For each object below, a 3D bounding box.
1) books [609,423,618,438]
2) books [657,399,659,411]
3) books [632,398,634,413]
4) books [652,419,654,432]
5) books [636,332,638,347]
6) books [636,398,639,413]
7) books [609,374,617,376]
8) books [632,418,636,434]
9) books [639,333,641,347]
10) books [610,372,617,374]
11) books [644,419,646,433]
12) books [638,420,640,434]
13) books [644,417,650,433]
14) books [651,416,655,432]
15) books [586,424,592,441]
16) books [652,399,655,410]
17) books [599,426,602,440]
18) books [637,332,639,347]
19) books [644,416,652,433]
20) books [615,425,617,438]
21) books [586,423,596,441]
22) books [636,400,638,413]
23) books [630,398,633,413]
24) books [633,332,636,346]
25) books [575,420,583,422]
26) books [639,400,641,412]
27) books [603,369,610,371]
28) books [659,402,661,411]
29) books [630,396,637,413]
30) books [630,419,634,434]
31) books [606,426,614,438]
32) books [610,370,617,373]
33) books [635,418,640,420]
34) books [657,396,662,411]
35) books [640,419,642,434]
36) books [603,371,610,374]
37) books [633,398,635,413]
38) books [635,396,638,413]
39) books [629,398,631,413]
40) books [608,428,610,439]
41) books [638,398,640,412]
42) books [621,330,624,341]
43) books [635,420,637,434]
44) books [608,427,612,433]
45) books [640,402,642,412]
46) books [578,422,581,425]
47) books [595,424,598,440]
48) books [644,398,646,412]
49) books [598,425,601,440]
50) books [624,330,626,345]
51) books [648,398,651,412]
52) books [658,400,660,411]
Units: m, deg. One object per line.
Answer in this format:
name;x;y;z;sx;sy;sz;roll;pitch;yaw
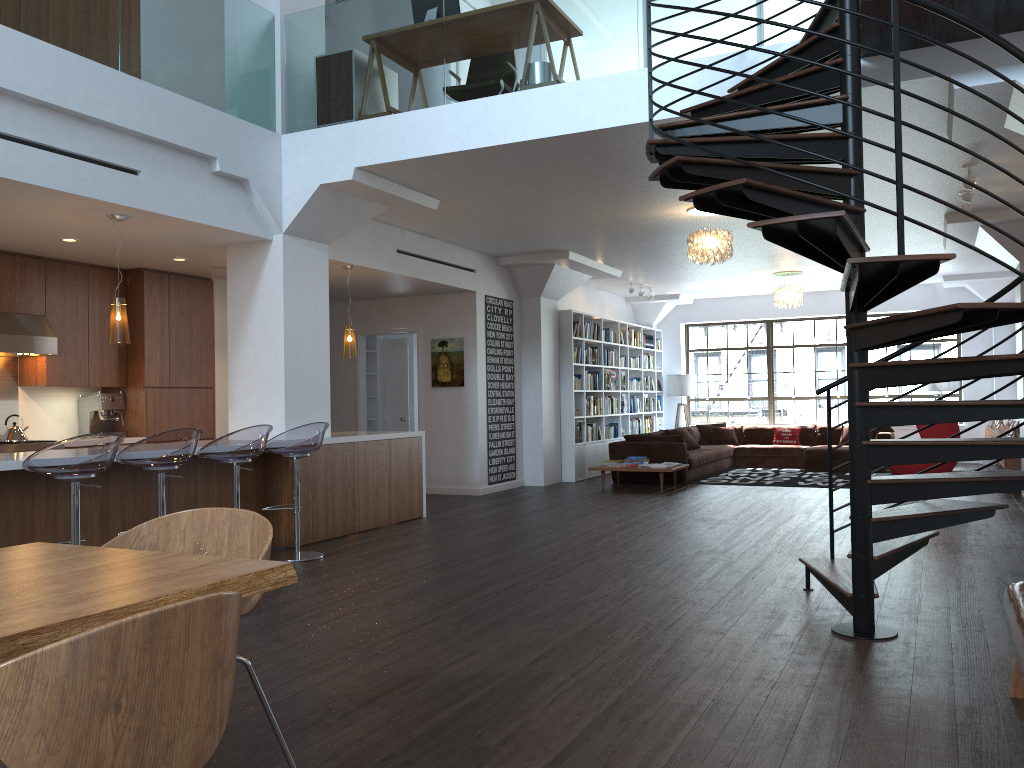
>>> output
books;1.632;0.742;14.225;0.140;0.231;0.042;-2;-1;26
books;2.587;0.385;16.211;0.172;0.235;0.112;-2;-1;26
books;1.944;0.360;14.898;0.182;0.255;0.077;-2;-1;26
books;2.464;0.754;15.967;0.171;0.246;0.057;-2;-1;26
books;2.064;-0.757;15.215;0.183;0.253;0.034;-2;-1;26
books;2.079;0.369;15.168;0.174;0.242;0.105;-2;-1;26
books;1.549;-0.142;14.187;0.223;0.027;0.161;-1;-1;15
books;2.000;0.722;14.990;0.176;0.290;0.053;-1;-1;25
books;2.141;-0.756;15.366;0.183;0.253;0.034;-2;-1;26
books;1.564;-0.169;14.171;0.144;0.024;0.208;-2;-1;31
books;2.253;0.746;15.526;0.183;0.253;0.036;-2;-1;26
books;2.109;0.742;15.201;0.183;0.253;0.034;-1;-1;25
books;2.345;0.733;15.748;0.198;0.284;0.066;-2;-1;26
books;2.497;0.733;16.043;0.176;0.290;0.053;-2;-1;26
books;1.096;0.718;13.124;0.183;0.253;0.042;-2;-1;26
books;2.476;0.386;16.008;0.168;0.228;0.139;-2;-1;26
books;1.274;0.747;13.466;0.161;0.207;0.135;-1;-1;25
books;2.082;-0.757;15.243;0.183;0.253;0.034;-2;-1;26
books;2.421;0.726;15.836;0.140;0.298;0.044;-2;-1;26
books;1.599;0.756;14.146;0.146;0.202;0.027;-2;-1;26
books;1.161;0.718;13.262;0.180;0.259;0.042;-2;-1;26
books;2.058;0.380;15.138;0.161;0.222;0.084;-2;-1;26
books;1.933;0.365;14.859;0.174;0.243;0.085;-2;-1;26
books;2.030;-0.755;15.140;0.171;0.246;0.057;-2;-1;26
books;0.876;0.529;12.648;0.223;0.027;0.161;-2;-1;35
books;2.137;0.382;15.281;0.161;0.222;0.084;-2;-1;26
books;1.395;-0.210;13.771;0.223;0.027;0.161;-2;-1;35
books;2.646;0.399;16.349;0.161;0.213;0.146;-2;-1;26
books;2.004;0.345;15.037;0.197;0.290;0.136;-2;-1;26
books;1.945;0.724;14.893;0.198;0.284;0.066;-1;-1;25
books;1.538;0.760;14.018;0.139;0.191;0.036;-2;-1;26
books;1.569;-0.202;14.165;0.129;0.043;0.185;-2;-1;40
books;2.116;0.724;15.237;0.176;0.290;0.036;-1;-1;25
books;2.691;0.360;16.440;0.176;0.290;0.053;-2;-1;26
books;2.138;0.740;15.279;0.180;0.259;0.060;-1;-1;25
books;1.398;-0.173;13.794;0.174;0.045;0.240;-1;-1;25
books;1.975;0.362;14.936;0.182;0.253;0.098;-2;-1;26
books;2.035;0.344;15.092;0.176;0.293;0.125;-2;-1;26
books;1.888;0.359;14.768;0.182;0.255;0.077;-2;-1;26
books;1.475;0.771;13.874;0.120;0.167;0.020;-2;-1;26
books;2.099;0.366;15.218;0.170;0.251;0.118;-2;-1;26
books;1.763;-0.762;14.595;0.160;0.251;0.031;-2;-1;26
books;2.020;0.741;15.028;0.183;0.253;0.034;-1;-1;25
books;1.516;0.769;13.966;0.126;0.173;0.032;-2;-1;26
books;2.150;0.384;15.313;0.161;0.218;0.101;-2;-1;26
books;0.879;0.566;12.671;0.174;0.045;0.240;-1;-1;15
books;1.203;0.722;13.337;0.183;0.253;0.042;-2;-1;26
books;2.257;0.368;15.538;0.174;0.251;0.051;-2;-1;26
books;1.242;0.732;13.419;0.174;0.236;0.142;-1;-1;25
books;1.795;-0.762;14.653;0.160;0.251;0.039;-2;-1;26
books;2.379;0.371;15.806;0.183;0.253;0.042;-2;-1;26
books;2.629;0.397;16.301;0.161;0.213;0.118;-2;-1;26
